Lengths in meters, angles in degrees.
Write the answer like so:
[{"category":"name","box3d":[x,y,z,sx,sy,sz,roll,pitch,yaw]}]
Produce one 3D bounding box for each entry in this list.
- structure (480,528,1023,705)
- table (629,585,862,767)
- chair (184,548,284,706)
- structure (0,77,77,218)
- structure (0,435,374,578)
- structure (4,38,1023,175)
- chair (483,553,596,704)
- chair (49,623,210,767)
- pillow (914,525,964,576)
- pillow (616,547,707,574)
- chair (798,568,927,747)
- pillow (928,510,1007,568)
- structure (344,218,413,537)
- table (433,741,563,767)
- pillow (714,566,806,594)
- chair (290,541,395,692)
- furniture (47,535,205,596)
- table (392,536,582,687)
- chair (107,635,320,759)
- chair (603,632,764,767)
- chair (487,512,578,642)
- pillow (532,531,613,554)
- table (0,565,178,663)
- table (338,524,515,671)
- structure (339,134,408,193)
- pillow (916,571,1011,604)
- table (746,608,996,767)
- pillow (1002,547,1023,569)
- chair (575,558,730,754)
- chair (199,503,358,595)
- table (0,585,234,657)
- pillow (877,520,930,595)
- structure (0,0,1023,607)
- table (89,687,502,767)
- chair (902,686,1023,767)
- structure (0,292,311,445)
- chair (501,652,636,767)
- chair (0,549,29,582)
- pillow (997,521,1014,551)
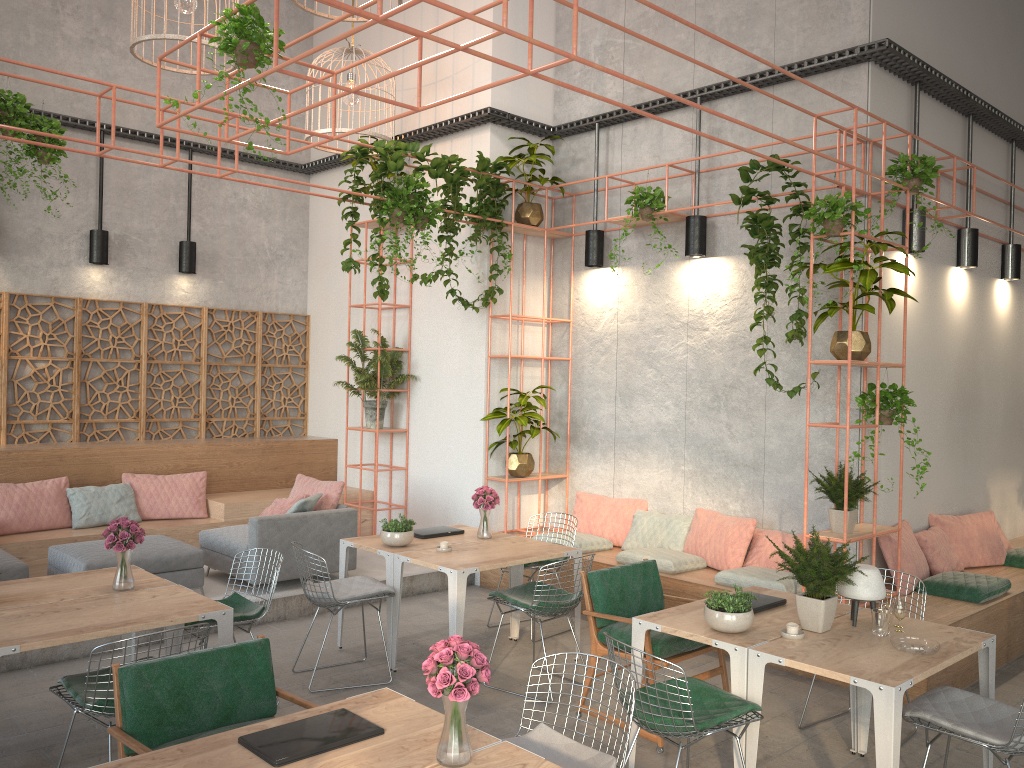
[{"category":"structure","box3d":[3.304,1.867,9.348,5.831,0.500,4.386,1,0,-43]},{"category":"table","box3d":[1.295,1.662,4.845,1.205,0.830,0.694,1,0,-43]},{"category":"chair","box3d":[-1.808,1.542,5.523,0.717,0.941,0.565,1,0,-42]},{"category":"structure","box3d":[-4.777,-2.235,8.177,1.434,1.290,0.670,1,0,-43]},{"category":"structure","box3d":[-4.765,1.186,7.154,9.152,1.111,3.396,1,0,-43]},{"category":"structure","box3d":[1.607,-2.589,4.821,15.203,0.110,15.603,1,0,-43]},{"category":"chair","box3d":[0.196,1.586,6.039,0.717,0.941,0.565,2,0,43]},{"category":"chair","box3d":[-1.789,1.548,4.159,0.717,0.941,0.565,2,0,43]},{"category":"pillow","box3d":[3.665,1.447,7.615,0.289,0.385,0.666,2,0,42]},{"category":"pillow","box3d":[1.291,1.531,7.713,0.491,0.149,0.637,1,0,-42]},{"category":"chair","box3d":[2.118,1.634,5.354,0.717,0.941,0.565,1,0,-42]},{"category":"pillow","box3d":[4.145,1.410,8.038,0.839,0.474,0.276,1,0,-23]},{"category":"structure","box3d":[-1.497,-0.002,9.904,0.424,3.596,0.624,1,0,-43]},{"category":"table","box3d":[-0.232,1.650,2.415,1.214,0.830,0.694,1,0,-43]},{"category":"pillow","box3d":[1.990,1.550,6.974,0.491,0.149,0.637,1,0,-42]},{"category":"chair","box3d":[-1.165,1.554,6.121,0.717,0.941,0.565,1,0,-27]},{"category":"furniture","box3d":[-3.222,1.548,7.399,0.975,0.446,0.941,1,0,-43]},{"category":"table","box3d":[-0.164,1.621,6.392,1.214,0.830,0.694,1,0,-43]},{"category":"chair","box3d":[-1.139,1.571,3.515,0.722,0.917,0.685,1,0,-43]},{"category":"chair","box3d":[0.775,1.609,4.071,0.717,0.941,0.565,1,0,-27]},{"category":"chair","box3d":[0.177,1.579,7.404,0.717,0.941,0.565,1,0,-42]},{"category":"pillow","box3d":[0.570,1.510,8.474,0.491,0.149,0.637,1,0,-42]},{"category":"table","box3d":[-2.631,1.570,5.014,1.205,0.830,0.694,1,0,-43]},{"category":"table","box3d":[-0.646,1.607,6.894,1.205,0.830,0.694,1,0,-43]},{"category":"structure","box3d":[-1.497,-2.347,9.745,0.903,0.803,0.934,1,0,18]},{"category":"pillow","box3d":[3.549,1.587,6.956,0.637,0.149,0.491,1,0,-42]},{"category":"table","box3d":[1.777,1.675,4.342,1.214,0.830,0.694,1,0,-43]},{"category":"pillow","box3d":[4.806,1.610,8.147,0.637,0.149,0.491,1,0,-42]},{"category":"chair","box3d":[0.870,1.609,5.441,0.722,0.917,0.685,1,0,-43]},{"category":"chair","box3d":[-2.175,1.455,8.239,1.052,0.672,1.127,1,0,-43]},{"category":"table","box3d":[-2.151,1.583,4.512,1.214,0.830,0.694,1,0,-43]},{"category":"pillow","box3d":[3.185,1.392,7.189,0.276,0.474,0.839,2,0,37]},{"category":"structure","box3d":[1.341,-0.302,7.784,14.096,4.345,4.501,1,0,-45]},{"category":"table","box3d":[-0.714,1.637,2.918,1.205,0.830,0.694,1,0,-43]},{"category":"chair","box3d":[2.137,1.641,3.990,0.717,0.941,0.565,2,0,43]},{"category":"structure","box3d":[-5.672,0.109,8.567,9.782,2.103,0.132,1,0,-43]},{"category":"chair","box3d":[0.109,1.596,3.427,0.717,0.941,0.565,1,0,-42]},{"category":"chair","box3d":[-4.398,1.367,6.692,1.127,0.586,1.056,1,0,-43]},{"category":"pillow","box3d":[4.596,1.465,8.497,0.289,0.385,0.666,2,0,42]}]
